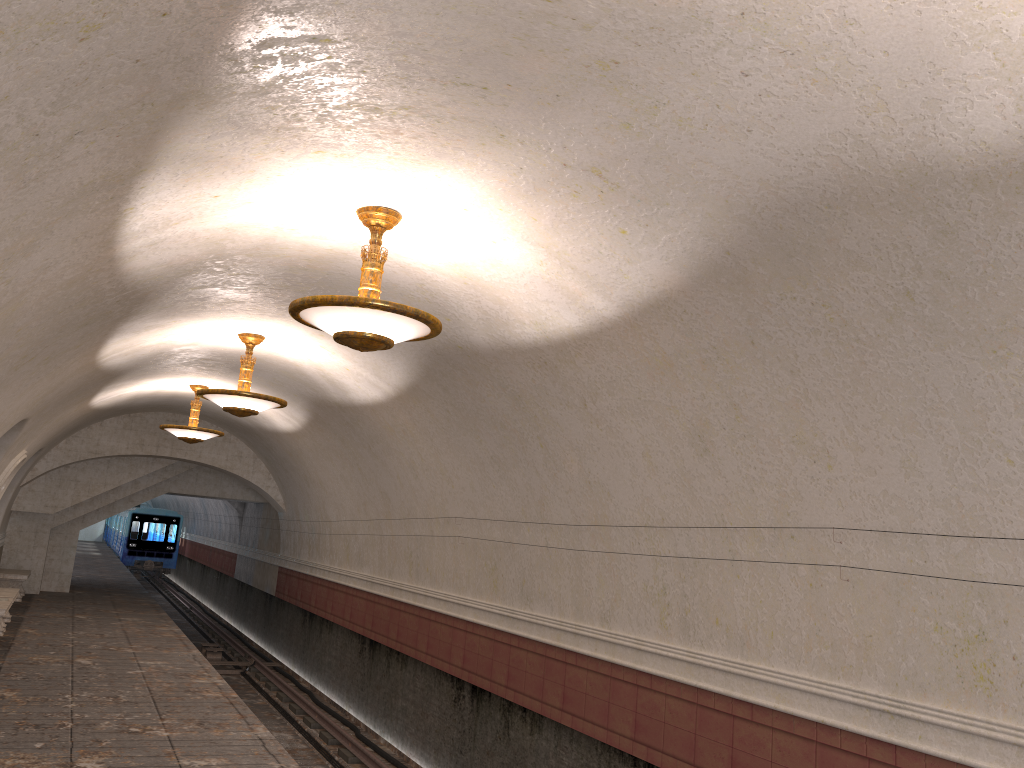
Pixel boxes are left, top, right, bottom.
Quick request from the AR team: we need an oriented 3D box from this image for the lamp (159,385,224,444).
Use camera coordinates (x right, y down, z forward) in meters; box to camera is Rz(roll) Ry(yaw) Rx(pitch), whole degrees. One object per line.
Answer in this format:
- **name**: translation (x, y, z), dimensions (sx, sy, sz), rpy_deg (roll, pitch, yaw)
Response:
- **lamp**: translation (-5.192, 0.508, 14.509), dimensions (1.008, 0.955, 1.008), rpy_deg (1, -11, 20)

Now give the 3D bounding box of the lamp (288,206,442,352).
- **lamp**: translation (-0.942, -0.679, 5.918), dimensions (1.008, 0.955, 1.008), rpy_deg (7, -10, -9)

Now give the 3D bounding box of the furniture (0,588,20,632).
- **furniture**: translation (-7.917, 3.414, 13.484), dimensions (0.613, 0.508, 1.509), rpy_deg (10, -11, -25)

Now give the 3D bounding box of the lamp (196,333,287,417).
- **lamp**: translation (-3.067, -0.086, 10.213), dimensions (1.008, 0.955, 1.008), rpy_deg (7, -10, -9)

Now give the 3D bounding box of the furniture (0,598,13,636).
- **furniture**: translation (-7.177, 3.208, 11.988), dimensions (0.613, 0.508, 1.509), rpy_deg (10, -11, -25)

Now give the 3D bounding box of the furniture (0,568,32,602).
- **furniture**: translation (-9.951, 3.982, 17.594), dimensions (0.613, 0.508, 1.509), rpy_deg (10, -11, -25)
